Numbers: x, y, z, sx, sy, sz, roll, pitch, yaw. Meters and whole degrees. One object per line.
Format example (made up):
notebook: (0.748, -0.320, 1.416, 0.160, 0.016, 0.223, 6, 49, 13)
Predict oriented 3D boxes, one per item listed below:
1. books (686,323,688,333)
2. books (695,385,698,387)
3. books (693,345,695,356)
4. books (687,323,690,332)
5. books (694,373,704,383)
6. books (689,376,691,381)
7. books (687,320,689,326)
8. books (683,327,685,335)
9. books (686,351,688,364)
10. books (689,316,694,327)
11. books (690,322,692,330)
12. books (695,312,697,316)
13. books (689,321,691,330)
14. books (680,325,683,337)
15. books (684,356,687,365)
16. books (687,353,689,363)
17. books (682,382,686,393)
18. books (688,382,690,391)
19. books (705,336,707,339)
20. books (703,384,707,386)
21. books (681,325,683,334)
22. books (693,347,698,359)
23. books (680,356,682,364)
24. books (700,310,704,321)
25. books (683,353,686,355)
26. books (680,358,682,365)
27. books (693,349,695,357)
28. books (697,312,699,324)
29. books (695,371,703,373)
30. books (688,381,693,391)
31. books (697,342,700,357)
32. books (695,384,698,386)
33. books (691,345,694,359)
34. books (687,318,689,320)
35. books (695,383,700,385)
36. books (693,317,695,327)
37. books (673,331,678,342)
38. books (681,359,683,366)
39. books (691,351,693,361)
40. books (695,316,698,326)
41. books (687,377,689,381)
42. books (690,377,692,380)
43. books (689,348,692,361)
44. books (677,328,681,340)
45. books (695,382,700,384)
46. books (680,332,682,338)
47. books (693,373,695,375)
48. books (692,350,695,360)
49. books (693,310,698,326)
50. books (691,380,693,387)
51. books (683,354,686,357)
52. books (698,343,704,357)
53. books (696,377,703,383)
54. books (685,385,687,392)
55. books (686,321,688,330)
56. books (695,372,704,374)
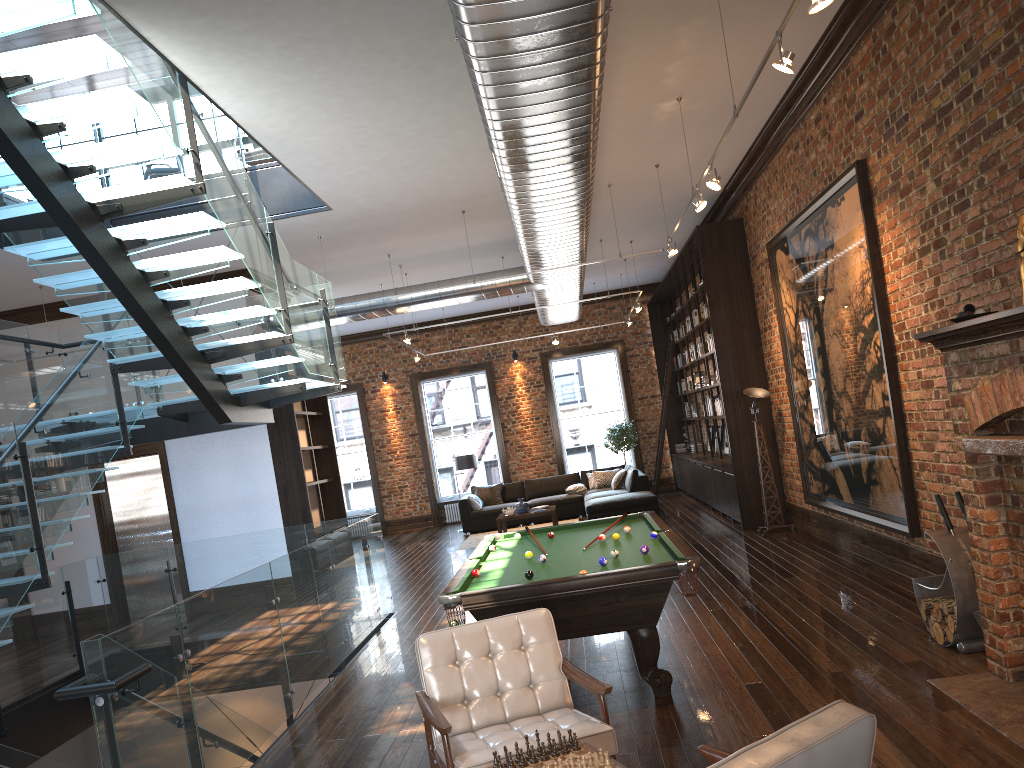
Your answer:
books: (3.317, -1.026, 16.388, 0.183, 0.252, 0.015, -9, 2, 4)
books: (3.435, 0.031, 16.158, 0.198, 0.017, 0.353, -10, -3, 8)
books: (3.364, -0.571, 15.957, 0.175, 0.303, 0.067, -9, 1, 4)
books: (3.284, -1.013, 16.062, 0.187, 0.200, 0.030, -9, 1, 4)
books: (3.470, -0.043, 16.423, 0.189, 0.287, 0.013, -9, 2, 4)
books: (3.502, -0.019, 16.960, 0.182, 0.291, 0.014, -9, 2, 4)
books: (3.291, -1.045, 16.123, 0.192, 0.267, 0.016, -9, 2, 4)
books: (3.353, -1.005, 16.871, 0.178, 0.255, 0.036, -9, 1, 4)
books: (3.436, -0.510, 17.005, 0.174, 0.283, 0.113, -9, 1, 4)
books: (3.276, -1.069, 15.860, 0.176, 0.289, 0.030, -9, 1, 4)
books: (3.274, -1.053, 15.807, 0.185, 0.253, 0.029, -9, 1, 4)
books: (3.218, -1.096, 15.080, 0.180, 0.271, 0.011, -9, 2, 4)
books: (3.281, -1.035, 15.907, 0.172, 0.226, 0.030, -9, 1, 4)
books: (3.362, -1.006, 17.088, 0.188, 0.280, 0.028, -9, 1, 4)
books: (3.469, -0.446, 17.559, 0.185, 0.211, 0.069, -9, 1, 4)
books: (3.416, -0.507, 16.803, 0.175, 0.257, 0.027, -9, 1, 4)
books: (3.550, 0.058, 17.842, 0.232, 0.225, 0.024, -9, 1, 4)
books: (3.524, 0.042, 17.243, 0.192, 0.196, 0.034, -9, 1, 4)
books: (3.302, -0.636, 14.959, 0.156, 0.335, 0.014, -9, 2, 4)
books: (3.379, 0.005, 15.023, 0.244, 0.025, 0.160, -9, -3, 3)
books: (3.355, -1.008, 16.994, 0.183, 0.275, 0.013, -9, 2, 4)
books: (3.346, -0.551, 15.788, 0.192, 0.249, 0.024, -9, 1, 4)
books: (3.471, -0.458, 17.704, 0.189, 0.246, 0.005, -9, 2, 4)
books: (3.198, -1.108, 14.682, 0.191, 0.255, 0.061, -9, 1, 4)
books: (3.478, -0.480, 17.649, 0.191, 0.281, 0.006, -9, 2, 4)
books: (3.474, -0.441, 17.731, 0.186, 0.214, 0.005, -9, 2, 4)
books: (3.381, -0.528, 16.048, 0.161, 0.223, 0.025, -9, 1, 4)
books: (3.197, -1.093, 14.805, 0.191, 0.240, 0.008, -9, 2, 4)
books: (3.490, -0.068, 16.441, 0.161, 0.332, 0.006, -9, 2, 4)
books: (3.487, 0.022, 16.865, 0.236, 0.203, 0.046, -9, 1, 4)
books: (3.314, -0.589, 15.352, 0.190, 0.284, 0.013, -9, 2, 4)
books: (3.435, 0.013, 16.157, 0.199, 0.018, 0.316, -9, -3, 0)
books: (3.374, -0.567, 16.154, 0.183, 0.314, 0.013, -9, 2, 4)
books: (3.313, -1.065, 16.252, 0.166, 0.316, 0.016, -9, 2, 4)
books: (3.438, -0.005, 16.156, 0.198, 0.017, 0.354, -9, -3, 5)
books: (3.272, -1.060, 15.632, 0.143, 0.251, 0.078, -9, 1, 4)
books: (3.383, -0.952, 17.833, 0.235, 0.252, 0.028, -9, 1, 4)
books: (3.476, -0.446, 17.678, 0.186, 0.219, 0.021, -9, 1, 4)
books: (3.381, -0.520, 16.221, 0.191, 0.226, 0.025, -9, 1, 4)
books: (3.215, -1.062, 15.049, 0.193, 0.202, 0.027, -9, 1, 4)
books: (3.523, -0.002, 17.276, 0.185, 0.286, 0.035, -9, 1, 4)
books: (3.510, -0.010, 16.906, 0.178, 0.264, 0.041, -9, 1, 4)
books: (3.392, -0.540, 16.423, 0.178, 0.286, 0.087, -9, 1, 4)
books: (3.383, -0.979, 17.619, 0.190, 0.280, 0.017, -9, 2, 4)
books: (3.441, -0.023, 16.156, 0.198, 0.017, 0.354, -9, -3, 3)
books: (3.404, -0.945, 17.488, 0.170, 0.195, 0.083, -9, 1, 4)
books: (3.504, -0.051, 16.642, 0.155, 0.318, 0.013, -9, 2, 4)
books: (3.379, -0.524, 16.078, 0.182, 0.218, 0.034, -9, 1, 4)
books: (3.229, -1.118, 15.223, 0.186, 0.329, 0.069, -9, 1, 4)
books: (3.509, 0.013, 16.808, 0.186, 0.208, 0.017, -9, 1, 4)
books: (3.475, -0.466, 17.578, 0.166, 0.250, 0.079, -9, 1, 4)
books: (3.283, -0.585, 14.901, 0.272, 0.241, 0.083, -9, 1, 4)
books: (3.488, -0.021, 16.371, 0.148, 0.233, 0.036, -9, 1, 4)
books: (3.567, 0.032, 17.770, 0.180, 0.264, 0.015, -9, 2, 4)
books: (3.306, -1.040, 16.291, 0.172, 0.273, 0.059, -9, 1, 4)
books: (3.490, -0.055, 16.436, 0.162, 0.306, 0.006, -9, 2, 4)
